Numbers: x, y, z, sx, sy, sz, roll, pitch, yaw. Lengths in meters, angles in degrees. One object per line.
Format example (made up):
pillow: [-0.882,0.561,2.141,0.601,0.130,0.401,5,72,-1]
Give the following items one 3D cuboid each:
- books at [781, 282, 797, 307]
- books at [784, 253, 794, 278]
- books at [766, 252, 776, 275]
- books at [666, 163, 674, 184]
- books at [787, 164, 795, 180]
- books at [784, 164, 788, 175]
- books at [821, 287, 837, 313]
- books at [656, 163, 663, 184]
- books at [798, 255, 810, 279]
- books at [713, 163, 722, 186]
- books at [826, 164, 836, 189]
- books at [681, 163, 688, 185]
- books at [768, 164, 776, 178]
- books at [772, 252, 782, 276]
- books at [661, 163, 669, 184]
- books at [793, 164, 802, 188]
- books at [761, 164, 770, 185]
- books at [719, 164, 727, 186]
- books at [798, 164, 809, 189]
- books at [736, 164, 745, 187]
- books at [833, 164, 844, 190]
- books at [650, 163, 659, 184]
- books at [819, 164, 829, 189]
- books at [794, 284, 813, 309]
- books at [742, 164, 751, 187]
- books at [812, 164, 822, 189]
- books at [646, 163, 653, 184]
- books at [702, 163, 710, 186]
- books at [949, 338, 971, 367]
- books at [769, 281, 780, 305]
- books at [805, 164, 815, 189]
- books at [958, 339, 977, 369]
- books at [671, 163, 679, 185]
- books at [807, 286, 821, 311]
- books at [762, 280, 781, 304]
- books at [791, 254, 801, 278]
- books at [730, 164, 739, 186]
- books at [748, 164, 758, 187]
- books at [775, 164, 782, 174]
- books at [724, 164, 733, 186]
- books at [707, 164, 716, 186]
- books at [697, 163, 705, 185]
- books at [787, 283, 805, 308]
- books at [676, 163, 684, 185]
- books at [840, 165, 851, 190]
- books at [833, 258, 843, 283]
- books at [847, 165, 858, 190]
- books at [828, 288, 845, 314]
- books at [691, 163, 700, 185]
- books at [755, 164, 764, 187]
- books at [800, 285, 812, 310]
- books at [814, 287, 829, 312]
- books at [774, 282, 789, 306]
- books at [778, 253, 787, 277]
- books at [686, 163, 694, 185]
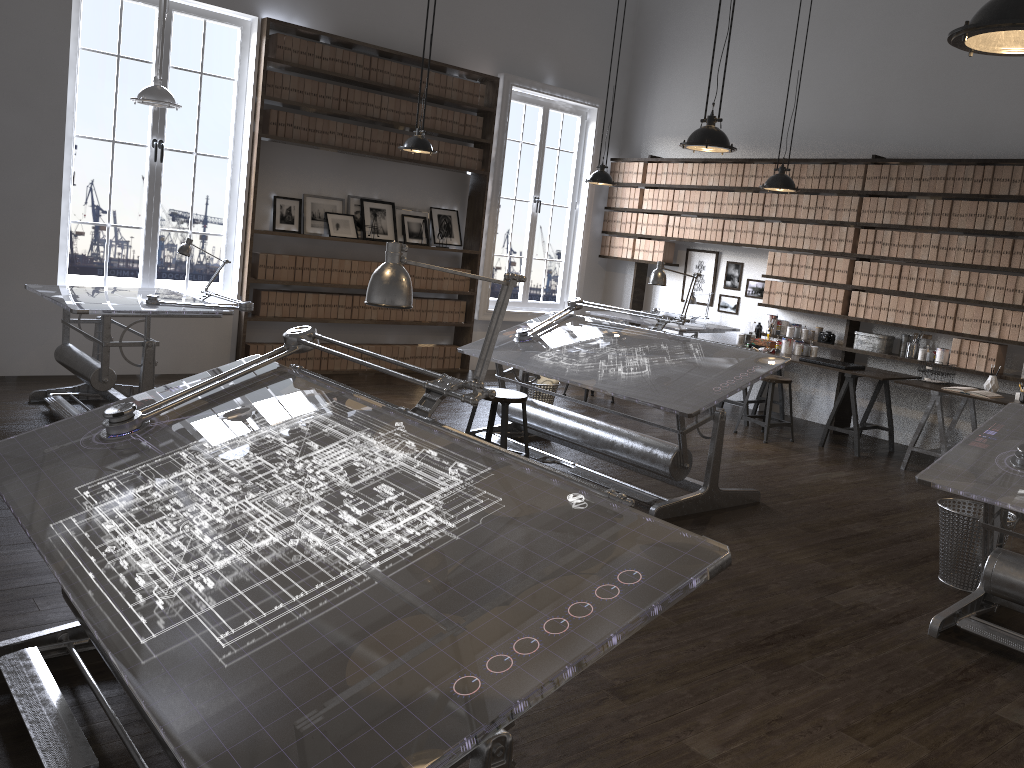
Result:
books: [2.614,-0.835,8.314,0.174,0.224,0.067,0,9,-40]
books: [2.638,-1.102,8.289,0.174,0.224,0.067,0,9,-40]
books: [2.511,-1.142,8.443,0.174,0.224,0.067,0,9,-40]
books: [1.731,-2.219,9.403,0.174,0.224,0.067,0,9,-40]
books: [2.648,-1.935,8.296,0.174,0.224,0.067,0,9,-40]
books: [2.604,-1.949,8.352,0.174,0.224,0.067,0,9,-40]
books: [2.881,-0.754,7.999,0.174,0.224,0.067,0,9,-40]
books: [1.641,-2.247,9.511,0.174,0.224,0.067,0,9,-40]
books: [2.731,-1.076,8.188,0.174,0.224,0.067,0,9,-40]
books: [2.120,-2.097,8.927,0.174,0.224,0.067,0,9,-40]
books: [2.915,-1.854,7.981,0.174,0.224,0.067,0,9,-40]
books: [1.860,-2.179,9.246,0.174,0.224,0.067,0,9,-40]
books: [2.519,-1.974,8.449,0.174,0.224,0.067,0,9,-40]
books: [2.559,-1.128,8.389,0.174,0.224,0.067,0,9,-40]
books: [1.683,-2.233,9.454,0.174,0.224,0.067,0,9,-40]
books: [2.696,-1.922,8.245,0.174,0.224,0.067,0,9,-40]
books: [2.481,-1.988,8.503,0.174,0.224,0.067,0,9,-40]
books: [2.166,-2.083,8.872,0.174,0.224,0.067,0,9,-40]
books: [2.741,-1.908,8.194,0.174,0.224,0.067,0,9,-40]
books: [2.295,-2.044,8.719,0.174,0.224,0.067,0,9,-40]
books: [2.963,-1.839,7.925,0.174,0.224,0.067,0,9,-40]
books: [1.589,-2.261,9.564,0.174,0.224,0.067,0,9,-40]
books: [2.872,-1.866,8.026,0.174,0.224,0.067,0,9,-40]
books: [2.707,-0.808,8.212,0.174,0.224,0.067,0,9,-40]
books: [2.347,-2.029,8.665,0.174,0.224,0.067,0,9,-40]
books: [2.826,-1.880,8.081,0.174,0.224,0.067,0,9,-40]
books: [1.547,-2.276,9.624,0.174,0.224,0.067,0,9,-40]
books: [2.036,-2.125,9.039,0.174,0.224,0.067,0,9,-40]
books: [3.602,-0.252,7.124,0.174,0.224,0.067,0,9,-40]
books: [2.531,-0.862,8.419,0.174,0.224,0.067,0,9,-40]
books: [2.783,-1.894,8.138,0.174,0.224,0.067,0,9,-40]
books: [3.649,-0.240,7.076,0.174,0.224,0.067,0,9,-40]
books: [1.775,-2.205,9.349,0.174,0.224,0.067,0,9,-40]
books: [2.792,-0.780,8.099,0.174,0.224,0.067,0,9,-40]
books: [2.485,-0.875,8.467,0.174,0.224,0.067,0,9,-40]
books: [2.686,-1.090,8.241,0.174,0.224,0.067,0,9,-40]
books: [2.253,-2.058,8.778,0.174,0.224,0.067,0,9,-40]
books: [2.388,-2.015,8.608,0.174,0.224,0.067,0,9,-40]
books: [2.565,-1.962,8.401,0.174,0.224,0.067,0,9,-40]
books: [2.209,-2.071,8.826,0.174,0.224,0.067,0,9,-40]
books: [2.077,-2.112,8.984,0.174,0.224,0.067,0,9,-40]
books: [1.990,-2.139,9.091,0.174,0.224,0.067,0,9,-40]
books: [2.662,-0.822,8.263,0.174,0.224,0.067,0,9,-40]
books: [1.814,-2.192,9.294,0.174,0.224,0.067,0,9,-40]
books: [3.009,-1.826,7.873,0.174,0.224,0.067,0,9,-40]
books: [2.961,-1.004,7.908,0.174,0.224,0.067,0,9,-40]
books: [3.050,-1.812,7.818,0.174,0.224,0.067,0,9,-40]
books: [2.924,-0.741,7.951,0.174,0.224,0.067,0,9,-40]
books: [1.942,-2.153,9.142,0.174,0.224,0.067,0,9,-40]
books: [2.436,-2.002,8.557,0.174,0.224,0.067,0,9,-40]
books: [2.748,-0.795,8.156,0.174,0.224,0.067,0,9,-40]
books: [2.837,-0.766,8.044,0.174,0.224,0.067,0,9,-40]
books: [2.570,-0.850,8.370,0.174,0.224,0.067,0,9,-40]
books: [2.600,-1.116,8.342,0.174,0.224,0.067,0,9,-40]
books: [1.898,-2.167,9.198,0.174,0.224,0.067,0,9,-40]
